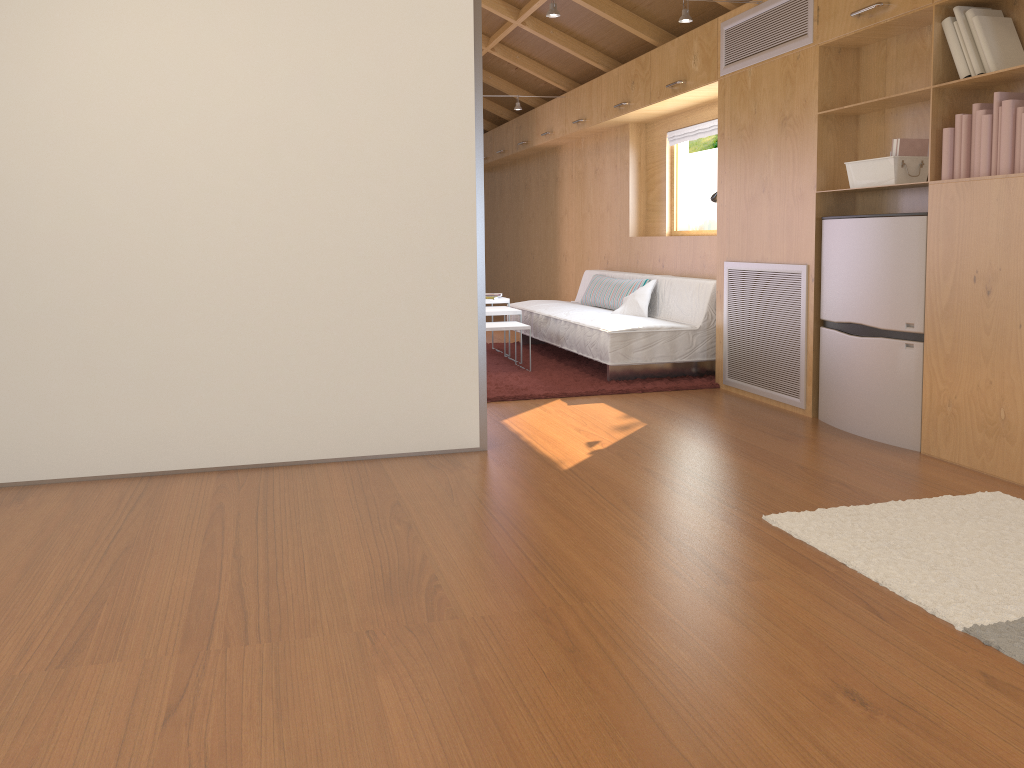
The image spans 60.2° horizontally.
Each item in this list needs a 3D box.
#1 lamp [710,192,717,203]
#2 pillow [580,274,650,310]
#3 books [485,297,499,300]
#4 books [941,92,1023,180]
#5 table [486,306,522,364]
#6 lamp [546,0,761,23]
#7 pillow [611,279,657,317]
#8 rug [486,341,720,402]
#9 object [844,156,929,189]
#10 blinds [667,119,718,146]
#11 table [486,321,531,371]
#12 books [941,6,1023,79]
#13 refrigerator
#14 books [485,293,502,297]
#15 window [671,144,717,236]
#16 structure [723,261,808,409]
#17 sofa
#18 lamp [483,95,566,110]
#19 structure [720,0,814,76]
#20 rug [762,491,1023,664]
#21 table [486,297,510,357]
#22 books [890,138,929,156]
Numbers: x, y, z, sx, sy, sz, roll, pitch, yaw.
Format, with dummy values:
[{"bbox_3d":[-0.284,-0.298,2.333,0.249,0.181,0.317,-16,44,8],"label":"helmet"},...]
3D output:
[{"bbox_3d":[1.285,-0.613,5.423,0.183,1.189,0.255,-5,7,-39],"label":"lamp"},{"bbox_3d":[0.766,-0.699,6.783,0.171,0.249,1.050,-2,9,-15],"label":"pillow"},{"bbox_3d":[-0.207,-0.647,6.647,0.193,0.016,0.154,2,10,14],"label":"books"},{"bbox_3d":[2.198,-0.898,2.016,0.189,0.653,3.134,-2,9,-15],"label":"books"},{"bbox_3d":[-0.195,-0.348,6.353,0.425,0.380,0.462,-3,8,-15],"label":"table"},{"bbox_3d":[-0.531,-1.863,4.186,3.831,0.152,0.073,-3,6,-15],"label":"lamp"},{"bbox_3d":[0.857,-0.600,6.163,0.346,0.250,0.269,6,10,38],"label":"pillow"},{"bbox_3d":[0.262,-0.135,6.283,1.886,0.020,2.500,-3,10,-15],"label":"rug"},{"bbox_3d":[1.670,-0.938,3.938,0.203,0.121,0.352,-3,9,-15],"label":"object"},{"bbox_3d":[1.383,-1.744,6.001,0.047,0.110,1.509,-2,9,-15],"label":"blinds"},{"bbox_3d":[-0.088,-0.249,5.971,0.342,0.306,0.372,-3,8,-15],"label":"table"},{"bbox_3d":[1.816,-1.315,3.400,0.176,0.294,0.281,-2,7,-15],"label":"books"},{"bbox_3d":[1.667,-0.266,3.981,0.262,0.980,0.718,-2,7,-15],"label":"refrigerator"},{"bbox_3d":[-0.176,-0.676,6.726,0.193,0.016,0.154,0,9,4],"label":"books"},{"bbox_3d":[1.435,-1.411,6.043,0.035,0.784,1.508,-2,8,-15],"label":"window"},{"bbox_3d":[1.352,-0.294,4.782,0.013,0.716,0.826,-2,8,-15],"label":"structure"},{"bbox_3d":[0.668,-0.485,6.482,0.863,0.623,2.373,-3,9,-15],"label":"sofa"},{"bbox_3d":[-1.378,-2.357,7.253,3.831,0.152,0.073,-3,6,-15],"label":"lamp"},{"bbox_3d":[1.328,-1.860,4.671,0.013,0.298,0.910,-2,9,-15],"label":"structure"},{"bbox_3d":[1.735,0.694,1.159,0.917,0.011,3.751,-3,10,-15],"label":"rug"},{"bbox_3d":[-0.318,-0.447,6.794,0.485,0.435,0.528,-3,8,-15],"label":"table"},{"bbox_3d":[1.706,-0.960,3.816,0.150,0.191,0.089,-2,6,-15],"label":"books"}]
